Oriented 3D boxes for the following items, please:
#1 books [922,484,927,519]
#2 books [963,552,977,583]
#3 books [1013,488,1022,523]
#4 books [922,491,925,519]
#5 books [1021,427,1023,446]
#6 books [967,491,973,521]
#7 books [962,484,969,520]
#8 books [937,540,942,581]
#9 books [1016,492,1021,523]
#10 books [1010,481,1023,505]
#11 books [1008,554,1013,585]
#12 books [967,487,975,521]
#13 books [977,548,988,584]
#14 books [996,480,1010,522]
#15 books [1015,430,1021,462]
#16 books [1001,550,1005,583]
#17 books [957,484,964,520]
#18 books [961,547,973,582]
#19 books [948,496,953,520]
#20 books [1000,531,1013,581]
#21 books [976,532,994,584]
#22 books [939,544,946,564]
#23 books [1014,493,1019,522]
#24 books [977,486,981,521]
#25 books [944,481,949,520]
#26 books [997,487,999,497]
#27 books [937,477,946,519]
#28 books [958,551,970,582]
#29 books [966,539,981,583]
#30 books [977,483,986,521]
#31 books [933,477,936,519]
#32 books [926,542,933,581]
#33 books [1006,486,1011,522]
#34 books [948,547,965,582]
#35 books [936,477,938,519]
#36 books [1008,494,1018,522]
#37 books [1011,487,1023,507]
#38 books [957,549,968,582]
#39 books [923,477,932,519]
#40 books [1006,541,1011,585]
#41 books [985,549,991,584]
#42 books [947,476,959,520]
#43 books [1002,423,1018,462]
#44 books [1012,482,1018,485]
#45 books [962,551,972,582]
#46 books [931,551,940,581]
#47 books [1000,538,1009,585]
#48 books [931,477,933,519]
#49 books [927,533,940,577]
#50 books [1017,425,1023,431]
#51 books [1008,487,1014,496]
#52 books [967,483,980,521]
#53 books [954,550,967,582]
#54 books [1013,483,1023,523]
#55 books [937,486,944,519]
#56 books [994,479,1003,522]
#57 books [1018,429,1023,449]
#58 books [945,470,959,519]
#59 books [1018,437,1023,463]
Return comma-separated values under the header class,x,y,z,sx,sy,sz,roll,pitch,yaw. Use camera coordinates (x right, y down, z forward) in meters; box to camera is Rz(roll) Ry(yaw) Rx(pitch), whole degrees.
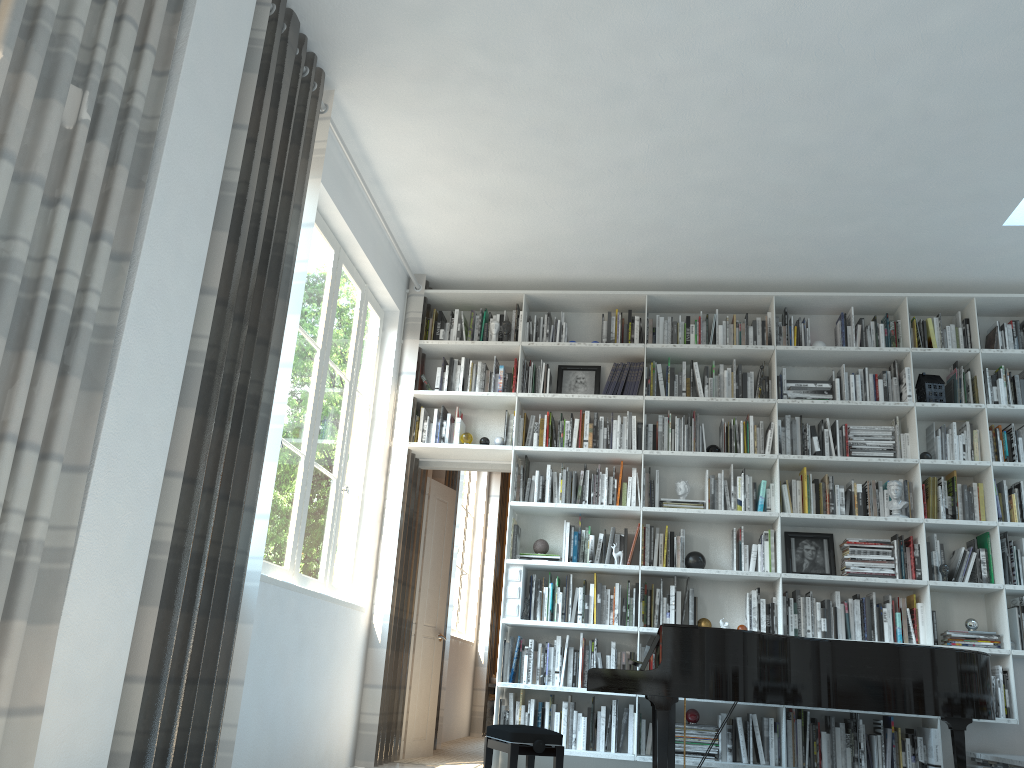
class,x,y,z,sx,sy,sz,roll,pitch,yaw
books,2.571,0.770,5.576,0.013,0.246,0.177,1,-19,8
books,2.763,1.138,5.404,0.091,0.204,0.169,1,-19,8
books,3.106,0.778,5.481,0.017,0.242,0.133,1,-18,8
books,2.554,0.767,5.567,0.014,0.243,0.145,1,-19,8
books,3.211,0.415,5.565,0.030,0.262,0.182,1,-19,8
books,2.810,0.784,5.499,0.034,0.203,0.182,1,-19,8
books,2.786,0.763,5.501,0.027,0.241,0.189,1,-19,8
books,2.602,1.105,5.446,0.012,0.265,0.158,1,-19,8
books,3.092,0.789,5.467,0.007,0.211,0.158,1,-19,8
books,3.134,0.757,5.481,0.013,0.286,0.159,1,-18,8
books,2.990,1.142,5.375,0.013,0.203,0.154,1,-19,8
books,2.839,0.774,5.520,0.028,0.238,0.146,1,-19,8
books,2.833,1.123,5.382,0.029,0.222,0.171,1,-19,8
books,3.017,0.750,5.473,0.013,0.278,0.192,1,-19,8
books,3.149,0.429,5.578,0.022,0.236,0.165,1,-19,8
books,2.957,1.127,5.393,0.011,0.238,0.137,1,-18,8
books,2.767,0.765,5.529,0.033,0.252,0.175,1,-19,8
books,2.747,1.121,5.413,0.094,0.238,0.150,1,-19,8
books,2.716,0.804,5.542,0.030,0.180,0.132,1,-19,8
books,3.006,1.080,5.404,0.007,0.340,0.150,1,-18,8
books,2.880,1.078,5.399,0.014,0.323,0.183,1,-18,8
books,2.625,1.114,5.441,0.035,0.247,0.141,1,-18,8
books,3.083,0.792,5.476,0.014,0.208,0.157,1,-19,8
books,2.883,0.774,5.524,0.019,0.247,0.149,1,-19,8
books,2.694,0.756,5.558,0.035,0.277,0.139,1,-18,8
books,2.997,0.777,5.504,0.007,0.243,0.146,1,-19,8
books,2.673,0.741,5.542,0.019,0.293,0.164,1,-18,8
books,2.731,1.135,5.412,0.090,0.211,0.143,1,-19,8
books,2.817,1.099,5.414,0.013,0.284,0.139,1,-18,8
books,2.902,0.764,5.522,0.033,0.267,0.142,1,-18,8
books,2.623,0.739,5.546,0.035,0.292,0.145,1,-18,8
books,2.541,1.109,5.449,0.028,0.252,0.143,1,-18,8
books,3.047,0.771,5.492,0.013,0.255,0.145,1,-18,8
books,2.686,1.119,5.402,0.095,0.227,0.190,1,-19,8
books,2.638,0.745,5.558,0.035,0.292,0.145,1,-18,8
books,3.056,0.791,5.451,0.017,0.191,0.192,1,-19,8
books,3.124,0.763,5.480,0.006,0.272,0.167,1,-19,8
books,2.722,1.129,5.421,0.095,0.225,0.144,1,-19,8
books,2.599,0.740,5.554,0.035,0.292,0.145,1,-18,8
books,2.983,1.103,5.381,0.006,0.280,0.155,1,-18,8
books,2.860,1.125,5.389,0.021,0.225,0.149,1,-19,8
books,2.735,0.738,5.519,0.019,0.292,0.183,1,-19,8
books,3.132,0.406,5.582,0.014,0.279,0.178,1,-19,8
books,3.151,0.765,5.521,0.011,0.299,0.089,1,-18,8
books,2.752,1.136,5.417,0.090,0.214,0.139,1,-19,8
books,2.564,1.131,5.417,0.027,0.191,0.183,1,-19,8
books,2.971,1.096,5.387,0.018,0.294,0.178,1,-19,8
books,2.613,0.744,5.562,0.035,0.292,0.145,1,-18,8
books,2.589,1.083,5.446,0.013,0.305,0.141,1,-18,8
books,3.243,0.409,5.590,0.027,0.294,0.160,1,-18,8
books,3.073,0.776,5.482,0.008,0.241,0.169,1,-19,8
books,2.863,0.760,5.515,0.032,0.265,0.143,1,-18,8
books,2.703,1.129,5.401,0.089,0.209,0.176,1,-19,8
books,3.117,0.763,5.475,0.006,0.269,0.179,1,-19,8
books,2.654,0.771,5.538,0.015,0.231,0.180,1,-19,8
books,2.975,0.750,5.495,0.035,0.286,0.192,1,-19,8
books,3.193,0.426,5.589,0.011,0.256,0.132,1,-18,8
books,2.751,0.724,5.542,0.021,0.336,0.170,1,-18,8
books,3.172,0.453,5.577,0.025,0.193,0.171,1,-19,8
